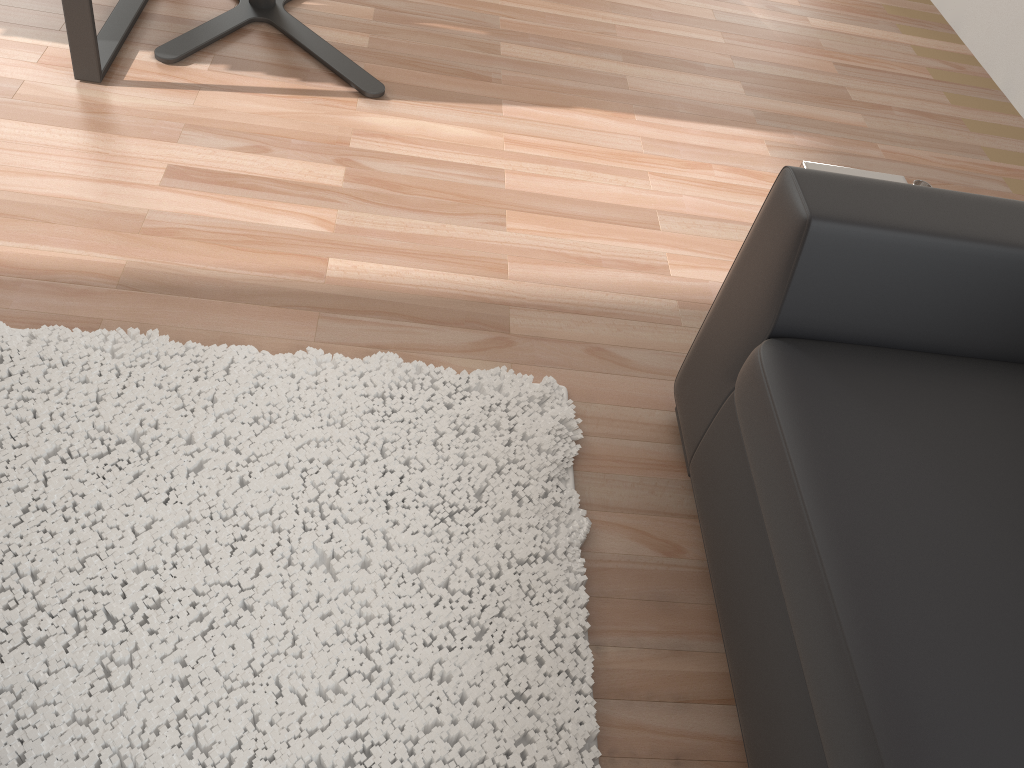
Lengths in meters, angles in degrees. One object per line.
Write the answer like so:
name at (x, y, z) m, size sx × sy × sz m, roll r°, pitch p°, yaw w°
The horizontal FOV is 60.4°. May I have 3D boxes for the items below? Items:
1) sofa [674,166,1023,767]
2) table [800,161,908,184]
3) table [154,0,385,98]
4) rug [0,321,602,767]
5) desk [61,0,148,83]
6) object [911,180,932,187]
sofa at (0.867, 0.695, 0.860) m, size 0.949 × 0.788 × 2.401 m, roll 7°, pitch 47°, yaw -9°
table at (0.665, -0.206, 1.895) m, size 0.227 × 0.442 × 0.254 m, roll 7°, pitch 47°, yaw -10°
table at (-0.617, -1.335, 2.467) m, size 0.809 × 0.648 × 0.984 m, roll 4°, pitch 47°, yaw -11°
rug at (-0.544, 0.696, 1.036) m, size 1.446 × 0.043 × 2.153 m, roll 6°, pitch 47°, yaw -9°
desk at (-1.793, -1.392, 2.221) m, size 1.597 × 0.648 × 0.855 m, roll 6°, pitch 47°, yaw -9°
object at (0.767, -0.346, 1.687) m, size 0.058 × 0.081 × 0.060 m, roll -18°, pitch 55°, yaw -29°
